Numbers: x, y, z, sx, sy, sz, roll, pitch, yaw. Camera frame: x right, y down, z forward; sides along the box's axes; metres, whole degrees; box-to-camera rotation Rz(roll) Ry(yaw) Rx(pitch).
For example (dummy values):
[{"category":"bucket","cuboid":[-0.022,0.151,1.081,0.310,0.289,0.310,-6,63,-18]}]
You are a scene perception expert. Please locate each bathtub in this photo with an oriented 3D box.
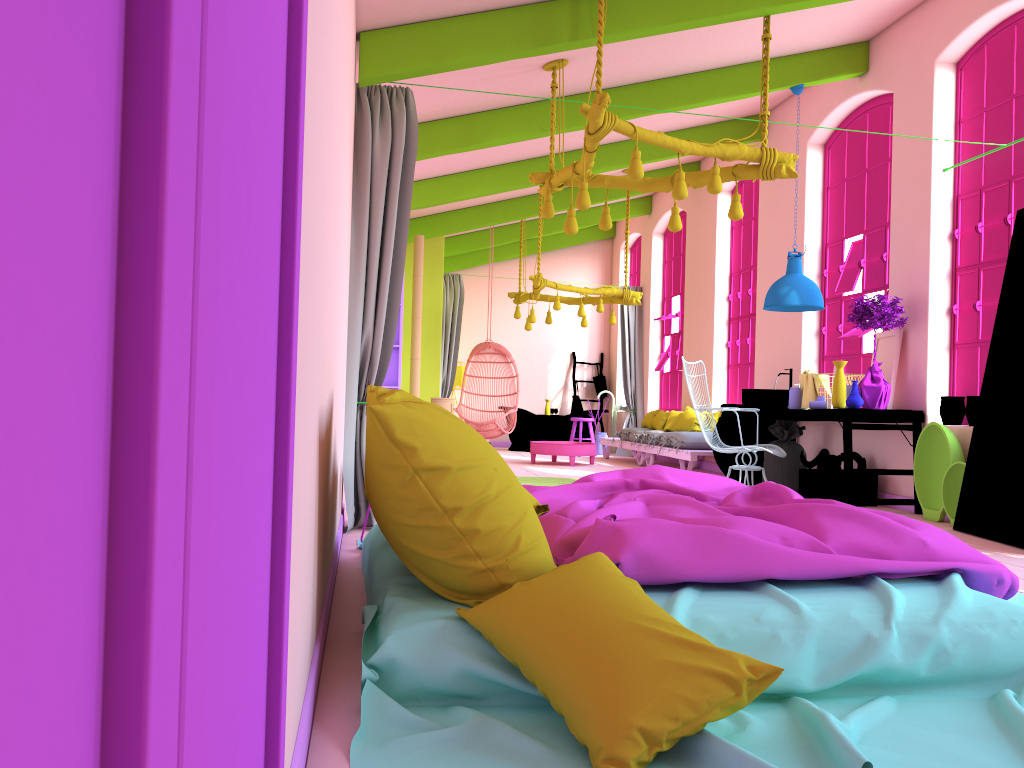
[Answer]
[{"category":"bathtub","cuboid":[0.692,0.768,14.956,1.889,0.740,0.826,2,-1,-9]}]

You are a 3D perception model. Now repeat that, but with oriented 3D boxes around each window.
[{"category":"window","cuboid":[2.889,-1.116,10.761,0.072,3.046,1.275,2,-1,-9]},{"category":"window","cuboid":[2.485,-1.062,13.182,0.551,3.009,1.514,2,-1,-9]},{"category":"window","cuboid":[2.170,-1.037,15.064,0.072,3.046,1.275,2,-1,-9]},{"category":"window","cuboid":[3.300,-1.152,8.335,0.492,3.003,1.497,2,-1,-9]},{"category":"window","cuboid":[3.611,-1.196,6.442,0.072,3.046,1.275,2,-1,-9]}]

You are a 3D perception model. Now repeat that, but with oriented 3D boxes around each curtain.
[{"category":"curtain","cuboid":[-0.838,-0.523,5.439,0.518,2.785,0.525,2,-1,-29]},{"category":"curtain","cuboid":[-0.985,-0.348,13.624,0.518,2.785,0.525,2,-1,-29]},{"category":"curtain","cuboid":[1.912,-0.199,14.098,0.518,2.785,0.525,2,-1,10]}]

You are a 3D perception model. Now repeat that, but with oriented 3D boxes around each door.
[{"category":"door","cuboid":[3.255,-0.109,5.483,0.450,2.210,1.153,2,-1,1]},{"category":"door","cuboid":[-0.193,-0.504,0.544,0.108,2.590,1.677,2,-1,-9]}]

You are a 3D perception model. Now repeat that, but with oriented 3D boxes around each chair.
[{"category":"chair","cuboid":[1.991,0.393,7.802,0.925,1.238,1.079,1,-1,25]},{"category":"chair","cuboid":[1.074,0.829,13.898,0.473,0.593,0.446,2,-1,-41]},{"category":"chair","cuboid":[-0.310,-0.817,11.954,0.860,3.129,0.806,2,-1,10]}]

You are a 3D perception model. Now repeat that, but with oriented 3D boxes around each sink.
[{"category":"sink","cuboid":[2.473,0.139,8.580,0.340,0.194,0.609,2,-1,-10]}]

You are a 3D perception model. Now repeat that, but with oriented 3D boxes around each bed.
[{"category":"bed","cuboid":[0.818,0.622,3.451,2.802,0.514,3.577,2,-1,-10]}]

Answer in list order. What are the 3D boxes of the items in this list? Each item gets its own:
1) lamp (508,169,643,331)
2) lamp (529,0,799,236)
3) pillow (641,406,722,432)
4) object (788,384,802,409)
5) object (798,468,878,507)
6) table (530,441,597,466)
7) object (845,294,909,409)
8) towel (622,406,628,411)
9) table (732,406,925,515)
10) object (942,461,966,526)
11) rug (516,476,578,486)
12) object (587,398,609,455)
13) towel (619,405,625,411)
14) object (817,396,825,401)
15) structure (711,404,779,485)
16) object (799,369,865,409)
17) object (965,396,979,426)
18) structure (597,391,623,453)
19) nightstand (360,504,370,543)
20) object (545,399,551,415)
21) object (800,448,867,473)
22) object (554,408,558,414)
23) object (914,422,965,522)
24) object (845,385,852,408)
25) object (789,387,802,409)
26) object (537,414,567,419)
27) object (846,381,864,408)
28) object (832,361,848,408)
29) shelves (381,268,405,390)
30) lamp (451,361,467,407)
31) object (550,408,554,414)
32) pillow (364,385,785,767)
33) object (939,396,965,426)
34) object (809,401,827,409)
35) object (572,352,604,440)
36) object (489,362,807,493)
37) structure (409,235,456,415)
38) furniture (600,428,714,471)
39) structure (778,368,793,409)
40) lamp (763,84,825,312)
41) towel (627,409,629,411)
[{"category":"lamp","cuboid":[0.617,-1.810,11.721,1.611,2.264,1.775,2,-1,-28]},{"category":"lamp","cuboid":[0.805,-2.131,6.135,1.611,2.264,1.775,2,-1,-28]},{"category":"pillow","cuboid":[2.164,0.488,11.793,0.578,0.399,1.997,2,-1,-10]},{"category":"object","cuboid":[2.718,0.118,8.385,0.165,0.250,0.411,1,-1,26]},{"category":"object","cuboid":[2.802,0.889,7.646,0.446,0.277,0.521,2,-1,-9]},{"category":"table","cuboid":[0.677,0.919,11.749,0.885,0.285,0.886,1,-1,16]},{"category":"object","cuboid":[2.941,-0.265,7.199,0.502,0.950,0.441,1,-1,41]},{"category":"towel","cuboid":[2.012,0.409,15.015,0.247,0.102,0.262,2,-1,-19]},{"category":"table","cuboid":[2.734,0.623,7.963,0.655,0.820,2.193,2,-1,-9]},{"category":"object","cuboid":[3.179,0.774,6.215,0.137,0.462,0.284,2,-1,-24]},{"category":"rug","cuboid":[0.274,0.940,7.975,1.889,0.050,1.889,2,-1,-22]},{"category":"object","cuboid":[1.418,0.648,14.304,0.451,0.987,0.277,1,-1,35]},{"category":"towel","cuboid":[1.968,0.414,15.279,0.262,0.102,0.247,2,-1,-9]},{"category":"object","cuboid":[2.692,0.165,7.730,0.065,0.118,0.065,1,-1,39]},{"category":"structure","cuboid":[2.487,0.640,9.452,0.718,0.844,0.718,2,-1,-42]},{"category":"object","cuboid":[2.830,0.053,7.957,0.444,0.369,0.633,2,-1,-9]},{"category":"object","cuboid":[3.437,0.201,6.526,0.182,0.222,0.182,2,-1,-27]},{"category":"structure","cuboid":[1.686,0.646,15.103,0.451,1.061,0.254,1,-1,34]},{"category":"nightstand","cuboid":[-0.471,0.637,4.800,0.596,0.458,0.596,1,-1,28]},{"category":"object","cuboid":[0.597,0.420,14.912,0.097,0.321,0.097,2,-1,2]},{"category":"object","cuboid":[2.813,0.799,7.795,0.300,0.448,0.672,2,-1,-34]},{"category":"object","cuboid":[0.739,0.497,14.934,0.069,0.170,0.069,1,-1,10]},{"category":"object","cuboid":[3.201,0.648,6.552,0.218,0.733,0.451,2,-1,-9]},{"category":"object","cuboid":[2.796,0.109,7.298,0.109,0.197,0.109,1,-1,28]},{"category":"object","cuboid":[2.586,0.131,8.096,0.109,0.197,0.109,2,-1,-17]},{"category":"object","cuboid":[0.666,0.556,14.954,0.360,0.068,1.323,2,-1,-9]},{"category":"object","cuboid":[2.710,0.084,7.012,0.132,0.219,0.132,2,-1,7]},{"category":"object","cuboid":[2.660,0.006,7.205,0.116,0.383,0.116,2,-1,-36]},{"category":"shelves","cuboid":[-2.171,-0.597,10.041,1.842,3.104,0.384,2,-1,-9]},{"category":"lamp","cuboid":[-1.041,0.345,15.306,0.491,1.466,0.476,1,-1,21]},{"category":"object","cuboid":[0.668,0.491,14.756,0.069,0.170,0.069,1,-1,10]},{"category":"pillow","cuboid":[-0.209,0.419,3.020,0.848,0.822,2.617,2,-1,-20]},{"category":"object","cuboid":[3.388,0.206,6.820,0.182,0.222,0.182,2,-1,-32]},{"category":"object","cuboid":[2.642,0.185,7.654,0.137,0.076,0.076,1,-1,11]},{"category":"object","cuboid":[1.367,0.305,15.815,0.603,1.764,0.410,2,-1,-9]},{"category":"object","cuboid":[0.889,0.286,11.969,2.827,1.580,7.866,2,-1,-9]},{"category":"structure","cuboid":[-0.943,-0.408,10.994,0.577,2.814,0.403,2,-1,8]},{"category":"furniture","cuboid":[2.002,0.845,11.680,0.907,0.507,3.776,2,-1,-9]},{"category":"structure","cuboid":[2.655,0.046,8.637,0.166,0.396,0.087,2,-1,0]},{"category":"lamp","cuboid":[2.536,-1.669,7.914,0.528,2.002,0.529,1,-1,22]},{"category":"towel","cuboid":[2.055,0.404,14.750,0.262,0.102,0.247,2,-1,-14]}]
